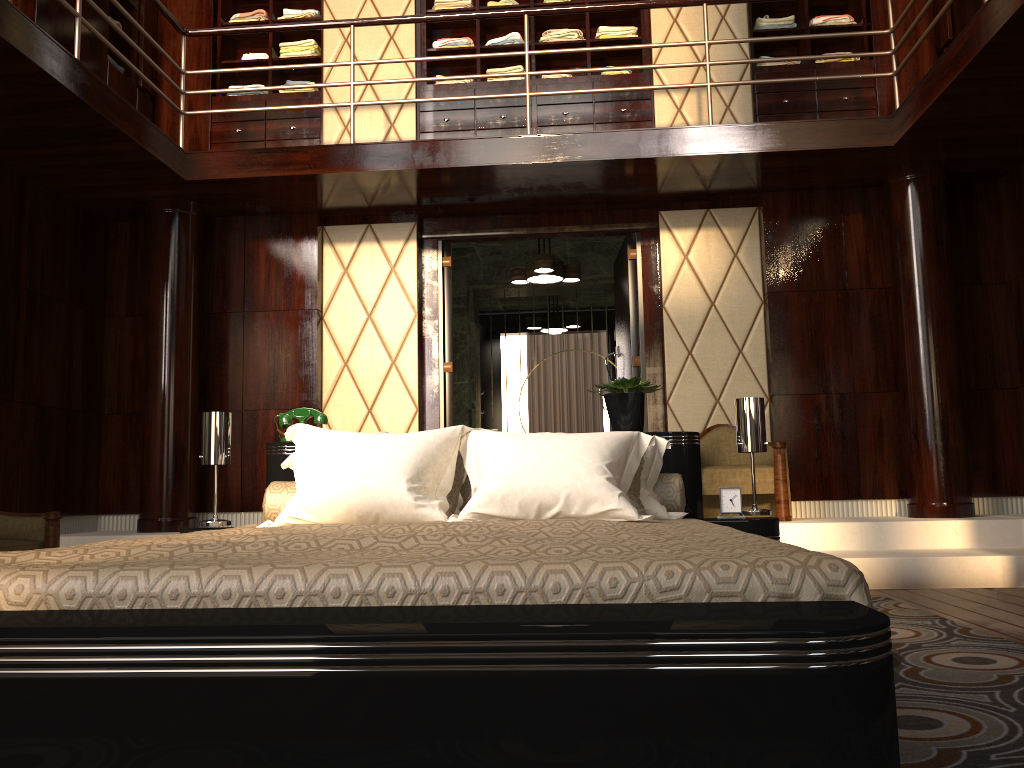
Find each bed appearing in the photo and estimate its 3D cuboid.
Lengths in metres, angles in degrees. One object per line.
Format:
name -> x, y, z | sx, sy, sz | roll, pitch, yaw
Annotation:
bed -> -0.192, 0.401, 2.117 | 1.985, 0.660, 2.381 | -2, -7, 4

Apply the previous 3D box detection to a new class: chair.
chair -> -2.248, 0.693, 3.726 | 0.462, 0.550, 0.571 | -2, -7, 4
chair -> 1.212, 0.481, 4.917 | 0.571, 0.550, 0.462 | -2, -7, 4

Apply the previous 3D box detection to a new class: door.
door -> 0.148, -0.001, 5.909 | 1.435, 1.820, 0.828 | -2, -7, 3

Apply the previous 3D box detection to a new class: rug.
rug -> -0.060, 0.710, 1.952 | 2.910, 0.006, 3.735 | -2, -7, 4

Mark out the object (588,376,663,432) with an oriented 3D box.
object -> 0.416, 0.082, 3.203 | 0.256, 0.205, 0.241 | 0, -7, -14

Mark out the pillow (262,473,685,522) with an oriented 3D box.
pillow -> -0.132, 0.387, 2.945 | 1.396, 0.167, 0.173 | -2, -7, 4

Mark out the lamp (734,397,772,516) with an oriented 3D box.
lamp -> 0.797, 0.241, 2.942 | 0.106, 0.385, 0.109 | -3, -7, 12

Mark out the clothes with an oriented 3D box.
clothes -> -0.292, -2.390, 5.911 | 4.996, 0.954, 0.818 | -1, -7, -3

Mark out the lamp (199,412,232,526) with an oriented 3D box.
lamp -> -1.015, 0.291, 3.043 | 0.106, 0.385, 0.109 | -3, -7, 12

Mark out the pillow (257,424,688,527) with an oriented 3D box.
pillow -> -0.148, 0.272, 2.642 | 1.322, 0.320, 0.685 | -2, -7, 6

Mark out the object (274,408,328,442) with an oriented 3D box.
object -> -0.781, 0.154, 3.291 | 0.158, 0.131, 0.178 | 3, -8, -33

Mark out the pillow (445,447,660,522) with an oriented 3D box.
pillow -> -0.124, 0.293, 2.612 | 1.123, 0.271, 0.293 | -2, -7, 5

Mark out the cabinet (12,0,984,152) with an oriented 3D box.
cabinet -> 0.085, -2.451, 5.160 | 6.767, 2.432, 2.576 | -2, -7, 4

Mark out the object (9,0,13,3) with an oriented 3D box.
object -> -2.451, -1.848, 4.159 | 0.258, 0.974, 0.275 | -2, -7, 4

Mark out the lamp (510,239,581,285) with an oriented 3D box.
lamp -> 0.189, -0.911, 6.368 | 0.467, 0.347, 0.515 | -6, -8, 34

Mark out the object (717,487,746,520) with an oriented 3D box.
object -> 0.693, 0.379, 2.810 | 0.088, 0.103, 0.034 | -3, -7, 12

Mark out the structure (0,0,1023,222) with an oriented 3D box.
structure -> 0.027, -0.693, 3.682 | 6.107, 3.189, 3.750 | -2, -7, 4
